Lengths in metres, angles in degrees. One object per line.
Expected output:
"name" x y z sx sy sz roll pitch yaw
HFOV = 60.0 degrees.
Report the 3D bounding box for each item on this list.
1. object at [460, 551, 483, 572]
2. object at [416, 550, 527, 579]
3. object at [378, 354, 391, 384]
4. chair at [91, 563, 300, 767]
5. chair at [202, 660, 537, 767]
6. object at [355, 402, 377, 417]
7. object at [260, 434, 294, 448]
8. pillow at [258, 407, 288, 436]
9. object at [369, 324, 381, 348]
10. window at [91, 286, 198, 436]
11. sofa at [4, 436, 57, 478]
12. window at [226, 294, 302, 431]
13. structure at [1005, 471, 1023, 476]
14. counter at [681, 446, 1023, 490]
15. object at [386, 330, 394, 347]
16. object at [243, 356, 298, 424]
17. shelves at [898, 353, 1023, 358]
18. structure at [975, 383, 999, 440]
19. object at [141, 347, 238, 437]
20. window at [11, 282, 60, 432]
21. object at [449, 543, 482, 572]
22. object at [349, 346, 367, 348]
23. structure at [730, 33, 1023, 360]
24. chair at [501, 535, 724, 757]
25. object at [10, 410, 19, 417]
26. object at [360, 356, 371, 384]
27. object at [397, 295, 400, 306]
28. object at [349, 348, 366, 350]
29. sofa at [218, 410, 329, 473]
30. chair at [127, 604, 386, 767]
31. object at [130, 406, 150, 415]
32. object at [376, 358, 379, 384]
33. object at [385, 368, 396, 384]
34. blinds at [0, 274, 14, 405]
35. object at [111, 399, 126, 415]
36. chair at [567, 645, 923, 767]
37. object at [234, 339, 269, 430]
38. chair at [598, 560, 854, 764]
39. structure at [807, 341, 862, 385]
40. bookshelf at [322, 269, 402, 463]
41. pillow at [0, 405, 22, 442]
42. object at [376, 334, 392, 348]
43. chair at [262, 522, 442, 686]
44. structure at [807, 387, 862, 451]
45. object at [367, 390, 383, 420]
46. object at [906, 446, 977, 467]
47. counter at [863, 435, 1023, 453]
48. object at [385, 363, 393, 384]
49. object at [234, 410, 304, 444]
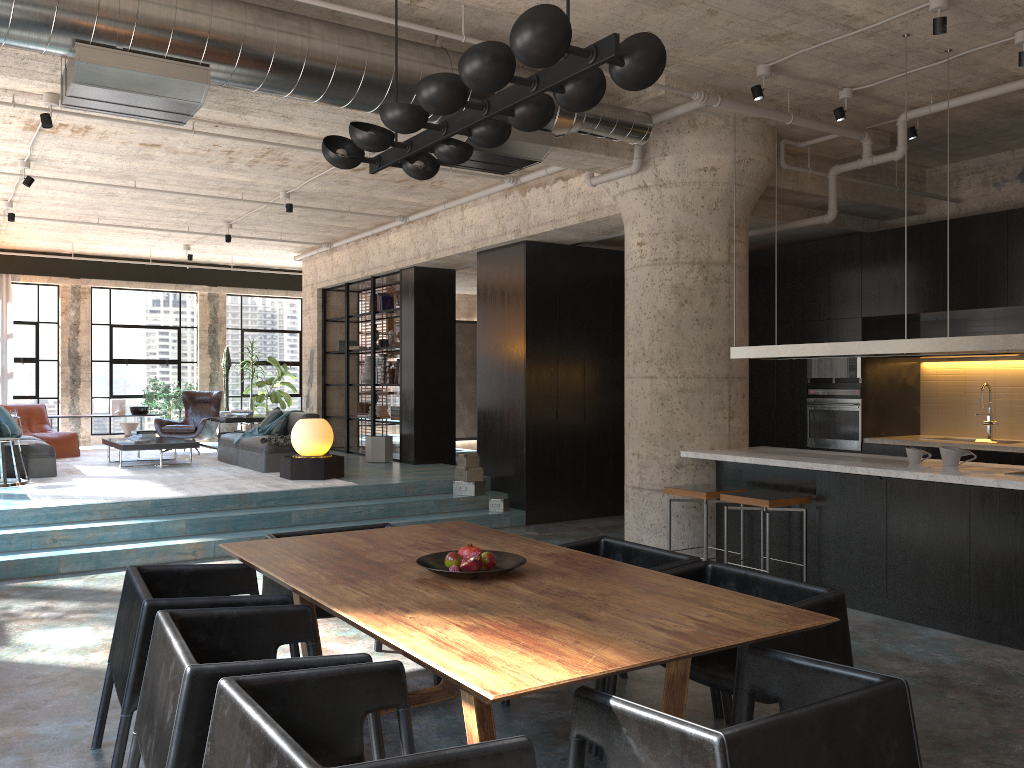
"object" -0.158 0.693 3.441 0.088 0.082 0.110 0 0 7
"object" -0.160 0.701 3.496 0.435 0.079 0.435 0 0 3
"object" -1.895 -0.222 13.150 0.191 0.447 0.192 0 0 15
"chair" -1.244 1.129 3.531 0.754 0.738 0.707 0 0 -28
"chair" -0.375 1.129 2.143 0.754 0.738 0.707 0 0 -33
"object" -2.244 0.398 13.775 0.284 0.231 0.335 0 0 -33
"object" -2.801 0.694 10.642 0.433 0.185 0.429 0 0 -37
"pillow" -3.119 0.498 11.500 0.320 0.393 0.670 0 0 -27
"object" -2.065 -0.709 13.405 0.180 0.394 0.178 0 0 -39
"window" -6.409 -0.389 15.526 1.780 2.530 0.081 0 0 -33
"sofa" -6.054 0.695 10.501 1.019 0.680 2.063 0 0 -33
"window" -4.529 -0.389 16.752 1.780 2.530 0.081 0 0 -33
"structure" 3.424 0.454 5.172 0.506 0.187 0.833 0 0 -33
"counter" 2.751 0.570 6.047 1.000 0.046 3.500 0 0 -33
"object" -1.812 -0.653 13.078 0.131 0.280 0.252 0 0 -25
"object" -4.377 0.273 16.140 0.921 1.543 0.817 0 0 26
"shelves" 5.408 -0.298 7.584 0.403 0.043 4.362 0 0 -33
"structure" 4.615 0.268 8.651 0.269 0.559 0.125 0 0 -33
"object" -5.614 0.191 15.439 0.971 1.708 1.641 0 0 33
"window" -8.289 -0.389 14.301 1.780 2.530 0.081 0 0 -33
"object" -0.180 0.688 3.510 0.100 0.097 0.219 0 0 11
"object" -2.349 -0.560 13.506 0.227 0.024 0.166 0 0 36
"structure" 2.819 -1.244 5.918 0.538 2.100 3.117 0 0 -33
"chair" 0.449 1.129 4.056 0.754 0.738 0.707 0 0 -33
"object" -6.636 0.387 11.666 0.206 0.096 0.287 0 0 7
"object" -2.213 -0.216 13.700 0.265 0.432 0.265 0 0 11
"object" -1.388 -1.129 12.385 0.430 0.217 0.434 0 0 -30
"object" -2.359 -0.531 13.506 0.243 0.034 0.179 0 0 35
"sofa" -3.037 0.695 11.463 1.019 0.680 2.063 0 0 -33
"chair" -0.824 1.129 2.796 0.754 0.738 0.707 0 0 -28
"object" -6.192 0.442 14.744 0.307 0.129 0.307 0 0 6
"object" -2.051 -0.197 13.443 0.062 0.395 0.121 0 0 -30
"object" -1.769 -0.112 12.998 0.189 0.230 0.190 0 0 12
"blinds" -8.421 -0.440 13.789 1.187 2.986 0.404 0 0 -32
"object" -6.399 0.377 14.427 0.214 0.259 0.154 0 0 -33
"chair" 0.607 1.129 2.304 0.707 0.738 0.754 0 0 -33
"object" -4.597 0.112 15.561 0.523 1.863 0.629 0 0 26
"chair" 0.843 1.129 3.437 0.754 0.738 0.707 0 0 -33
"structure" 3.608 -0.212 9.419 0.612 0.450 0.659 0 0 -33
"bookshelf" -1.982 -0.237 13.121 0.628 2.571 2.900 0 0 -33
"pillow" -6.110 0.440 10.622 0.349 0.466 1.042 0 0 -23
"object" -1.799 -0.615 12.613 0.200 0.200 0.409 0 0 -23
"chair" -0.832 1.129 4.499 0.707 0.738 0.754 0 0 -33
"structure" 3.569 0.354 9.393 0.649 0.651 0.664 0 0 -33
"object" -1.982 0.299 12.826 0.218 0.433 0.218 0 0 -41
"object" 2.869 0.481 5.960 0.188 0.133 0.437 0 0 -32
"counter" 5.168 0.619 7.428 1.000 0.142 4.360 0 0 -33
"object" -1.737 -0.151 12.528 0.099 0.301 0.099 0 0 -39
"object" -3.089 0.559 11.525 0.985 0.438 0.444 0 0 -7
